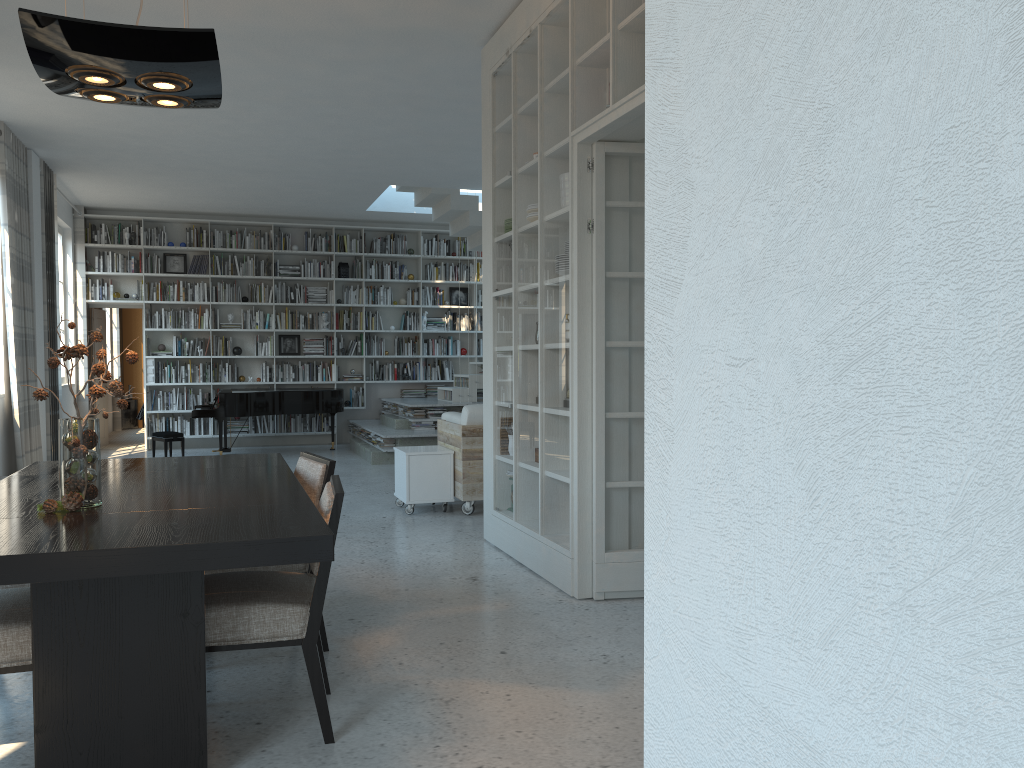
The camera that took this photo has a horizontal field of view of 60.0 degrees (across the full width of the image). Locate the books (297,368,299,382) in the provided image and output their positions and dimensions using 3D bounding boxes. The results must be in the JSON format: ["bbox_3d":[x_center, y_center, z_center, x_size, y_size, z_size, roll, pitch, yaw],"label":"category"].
[{"bbox_3d":[-3.061,-0.134,12.675,0.023,0.196,0.165,-1,2,-18],"label":"books"}]

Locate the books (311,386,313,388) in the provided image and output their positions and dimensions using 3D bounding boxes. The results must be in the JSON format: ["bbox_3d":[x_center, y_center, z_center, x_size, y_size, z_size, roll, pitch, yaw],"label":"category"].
[{"bbox_3d":[-2.862,0.185,12.692,0.013,0.303,0.181,-1,2,-18],"label":"books"}]

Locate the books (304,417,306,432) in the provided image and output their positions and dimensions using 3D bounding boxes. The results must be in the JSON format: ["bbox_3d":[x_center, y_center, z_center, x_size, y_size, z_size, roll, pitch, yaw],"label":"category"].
[{"bbox_3d":[-2.981,0.580,12.737,0.022,0.213,0.167,-1,2,-18],"label":"books"}]

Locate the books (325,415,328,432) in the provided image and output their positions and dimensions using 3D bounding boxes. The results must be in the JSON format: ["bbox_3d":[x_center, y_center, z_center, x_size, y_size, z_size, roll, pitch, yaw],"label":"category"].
[{"bbox_3d":[-2.689,0.569,12.838,0.028,0.228,0.162,-1,2,-18],"label":"books"}]

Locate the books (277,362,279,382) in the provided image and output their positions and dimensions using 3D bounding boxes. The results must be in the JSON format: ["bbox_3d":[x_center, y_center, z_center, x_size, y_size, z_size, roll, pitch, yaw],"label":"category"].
[{"bbox_3d":[-3.325,-0.170,12.599,0.011,0.275,0.145,-1,2,-18],"label":"books"}]

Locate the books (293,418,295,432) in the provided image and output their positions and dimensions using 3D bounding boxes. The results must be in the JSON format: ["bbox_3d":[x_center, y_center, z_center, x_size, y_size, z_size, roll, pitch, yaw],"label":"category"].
[{"bbox_3d":[-3.127,0.589,12.709,0.030,0.197,0.143,-1,2,-18],"label":"books"}]

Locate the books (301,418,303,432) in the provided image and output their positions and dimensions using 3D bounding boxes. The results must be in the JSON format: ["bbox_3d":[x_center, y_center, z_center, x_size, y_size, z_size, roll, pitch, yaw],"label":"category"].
[{"bbox_3d":[-3.018,0.585,12.734,0.024,0.203,0.144,-1,2,-18],"label":"books"}]

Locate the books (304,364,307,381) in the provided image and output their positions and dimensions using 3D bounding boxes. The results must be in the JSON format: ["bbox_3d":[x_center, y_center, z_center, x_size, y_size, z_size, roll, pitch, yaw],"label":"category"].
[{"bbox_3d":[-2.971,-0.164,12.735,0.025,0.254,0.136,-1,2,-18],"label":"books"}]

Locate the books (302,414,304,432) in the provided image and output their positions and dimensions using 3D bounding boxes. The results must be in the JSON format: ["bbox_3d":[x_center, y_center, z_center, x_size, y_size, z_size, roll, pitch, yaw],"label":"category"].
[{"bbox_3d":[-2.996,0.544,12.726,0.013,0.285,0.184,-1,2,-18],"label":"books"}]

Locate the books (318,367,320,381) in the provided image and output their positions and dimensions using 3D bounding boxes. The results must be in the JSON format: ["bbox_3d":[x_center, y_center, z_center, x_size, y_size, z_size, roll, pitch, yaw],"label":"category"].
[{"bbox_3d":[-2.787,-0.141,12.769,0.023,0.204,0.167,-1,2,-18],"label":"books"}]

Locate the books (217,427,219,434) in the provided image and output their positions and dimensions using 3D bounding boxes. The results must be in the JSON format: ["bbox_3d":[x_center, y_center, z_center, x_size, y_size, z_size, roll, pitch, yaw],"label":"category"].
[{"bbox_3d":[-4.093,0.608,12.377,0.053,0.184,0.148,-1,2,-18],"label":"books"}]

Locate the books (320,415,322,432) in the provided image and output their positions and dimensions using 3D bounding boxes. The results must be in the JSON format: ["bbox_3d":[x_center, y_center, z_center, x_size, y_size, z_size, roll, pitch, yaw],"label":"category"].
[{"bbox_3d":[-2.771,0.564,12.814,0.028,0.239,0.140,-1,2,-18],"label":"books"}]

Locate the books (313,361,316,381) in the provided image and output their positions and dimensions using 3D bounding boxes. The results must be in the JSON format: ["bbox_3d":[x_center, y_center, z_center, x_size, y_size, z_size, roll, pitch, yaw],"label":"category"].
[{"bbox_3d":[-2.842,-0.186,12.753,0.012,0.297,0.177,-1,2,-18],"label":"books"}]

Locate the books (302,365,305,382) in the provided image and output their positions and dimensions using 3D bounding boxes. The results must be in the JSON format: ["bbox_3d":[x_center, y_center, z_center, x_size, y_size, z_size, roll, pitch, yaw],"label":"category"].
[{"bbox_3d":[-2.992,-0.155,12.712,0.031,0.237,0.159,-1,2,-18],"label":"books"}]

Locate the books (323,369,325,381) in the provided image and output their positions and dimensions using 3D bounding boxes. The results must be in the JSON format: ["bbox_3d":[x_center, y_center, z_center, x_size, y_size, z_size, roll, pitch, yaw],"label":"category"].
[{"bbox_3d":[-2.715,-0.131,12.787,0.023,0.183,0.169,-1,2,-18],"label":"books"}]

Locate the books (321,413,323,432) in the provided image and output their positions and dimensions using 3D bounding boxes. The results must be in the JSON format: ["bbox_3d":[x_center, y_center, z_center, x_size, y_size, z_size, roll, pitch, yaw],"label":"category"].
[{"bbox_3d":[-2.748,0.555,12.806,0.011,0.258,0.171,-1,2,-18],"label":"books"}]

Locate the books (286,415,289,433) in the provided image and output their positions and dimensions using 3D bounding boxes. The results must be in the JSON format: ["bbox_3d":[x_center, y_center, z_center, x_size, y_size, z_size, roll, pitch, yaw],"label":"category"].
[{"bbox_3d":[-3.211,0.565,12.674,0.022,0.247,0.143,-1,2,-18],"label":"books"}]

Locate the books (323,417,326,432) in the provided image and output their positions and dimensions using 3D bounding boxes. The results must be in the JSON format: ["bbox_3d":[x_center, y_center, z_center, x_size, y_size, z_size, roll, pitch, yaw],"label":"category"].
[{"bbox_3d":[-2.709,0.581,12.819,0.022,0.205,0.191,-1,2,-18],"label":"books"}]

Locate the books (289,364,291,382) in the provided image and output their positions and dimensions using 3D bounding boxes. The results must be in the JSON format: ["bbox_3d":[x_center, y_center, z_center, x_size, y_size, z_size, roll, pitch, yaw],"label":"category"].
[{"bbox_3d":[-3.178,-0.157,12.659,0.021,0.244,0.141,-1,2,-18],"label":"books"}]

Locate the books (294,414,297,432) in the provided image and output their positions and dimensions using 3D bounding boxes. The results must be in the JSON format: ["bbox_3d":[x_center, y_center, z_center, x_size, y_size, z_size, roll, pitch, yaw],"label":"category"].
[{"bbox_3d":[-3.097,0.541,12.705,0.026,0.294,0.155,-1,2,-18],"label":"books"}]

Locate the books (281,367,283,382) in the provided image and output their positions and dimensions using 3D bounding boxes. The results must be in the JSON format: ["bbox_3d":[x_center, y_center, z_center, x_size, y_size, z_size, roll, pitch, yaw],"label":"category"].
[{"bbox_3d":[-3.283,-0.137,12.616,0.024,0.208,0.170,-1,2,-18],"label":"books"}]

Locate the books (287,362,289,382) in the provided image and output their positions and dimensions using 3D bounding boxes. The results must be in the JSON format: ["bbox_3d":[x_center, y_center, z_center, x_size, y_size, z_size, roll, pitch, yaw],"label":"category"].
[{"bbox_3d":[-3.189,-0.175,12.635,0.013,0.282,0.166,-1,2,-18],"label":"books"}]

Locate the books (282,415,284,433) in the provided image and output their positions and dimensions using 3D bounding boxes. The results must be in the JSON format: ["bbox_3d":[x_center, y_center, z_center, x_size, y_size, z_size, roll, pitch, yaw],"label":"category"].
[{"bbox_3d":[-3.276,0.558,12.651,0.025,0.264,0.144,-1,2,-18],"label":"books"}]

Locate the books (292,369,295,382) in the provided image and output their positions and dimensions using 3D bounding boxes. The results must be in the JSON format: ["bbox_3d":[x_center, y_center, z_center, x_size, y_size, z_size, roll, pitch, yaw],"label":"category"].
[{"bbox_3d":[-3.124,-0.126,12.649,0.029,0.184,0.174,-1,2,-18],"label":"books"}]

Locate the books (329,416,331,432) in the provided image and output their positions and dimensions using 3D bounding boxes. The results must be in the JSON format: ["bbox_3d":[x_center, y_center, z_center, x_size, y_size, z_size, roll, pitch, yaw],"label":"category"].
[{"bbox_3d":[-2.645,0.574,12.837,0.029,0.218,0.190,-1,2,-18],"label":"books"}]

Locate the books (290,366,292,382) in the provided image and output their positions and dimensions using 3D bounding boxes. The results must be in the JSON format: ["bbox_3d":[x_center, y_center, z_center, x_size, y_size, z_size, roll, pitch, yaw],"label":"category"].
[{"bbox_3d":[-3.150,-0.143,12.645,0.023,0.217,0.174,-1,2,-18],"label":"books"}]

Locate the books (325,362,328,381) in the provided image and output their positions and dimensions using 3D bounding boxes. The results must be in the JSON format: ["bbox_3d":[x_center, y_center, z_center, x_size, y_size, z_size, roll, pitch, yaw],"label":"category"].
[{"bbox_3d":[-2.685,-0.176,12.808,0.026,0.272,0.175,-1,2,-18],"label":"books"}]

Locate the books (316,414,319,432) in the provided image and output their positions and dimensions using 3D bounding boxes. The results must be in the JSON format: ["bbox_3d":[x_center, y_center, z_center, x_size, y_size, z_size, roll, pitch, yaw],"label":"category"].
[{"bbox_3d":[-2.809,0.559,12.772,0.044,0.251,0.186,-1,2,-18],"label":"books"}]

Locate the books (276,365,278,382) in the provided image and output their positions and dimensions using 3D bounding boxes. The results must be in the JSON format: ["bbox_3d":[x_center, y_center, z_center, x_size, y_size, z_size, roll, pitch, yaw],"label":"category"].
[{"bbox_3d":[-3.346,-0.154,12.600,0.029,0.244,0.154,-1,2,-18],"label":"books"}]

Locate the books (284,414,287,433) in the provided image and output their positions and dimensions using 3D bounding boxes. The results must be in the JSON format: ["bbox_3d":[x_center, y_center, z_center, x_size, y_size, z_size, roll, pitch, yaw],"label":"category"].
[{"bbox_3d":[-3.234,0.534,12.654,0.034,0.311,0.170,-1,2,-18],"label":"books"}]

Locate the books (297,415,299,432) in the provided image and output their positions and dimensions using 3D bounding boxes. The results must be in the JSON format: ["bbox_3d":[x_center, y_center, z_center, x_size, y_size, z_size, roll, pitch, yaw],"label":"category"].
[{"bbox_3d":[-3.072,0.570,12.718,0.030,0.235,0.138,-1,2,-18],"label":"books"}]

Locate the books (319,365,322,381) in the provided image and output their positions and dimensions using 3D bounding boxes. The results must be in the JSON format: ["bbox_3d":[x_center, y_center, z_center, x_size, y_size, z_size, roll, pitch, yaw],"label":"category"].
[{"bbox_3d":[-2.765,-0.156,12.775,0.023,0.234,0.174,-1,2,-18],"label":"books"}]

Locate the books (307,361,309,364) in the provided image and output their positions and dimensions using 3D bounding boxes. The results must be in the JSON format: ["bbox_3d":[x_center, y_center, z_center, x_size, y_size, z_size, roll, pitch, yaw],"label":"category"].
[{"bbox_3d":[-2.927,-0.181,12.746,0.014,0.286,0.134,-1,2,-18],"label":"books"}]

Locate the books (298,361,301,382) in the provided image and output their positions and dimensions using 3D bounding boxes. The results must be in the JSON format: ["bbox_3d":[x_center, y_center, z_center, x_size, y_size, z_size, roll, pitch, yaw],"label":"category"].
[{"bbox_3d":[-3.042,-0.182,12.693,0.026,0.292,0.152,-1,2,-18],"label":"books"}]

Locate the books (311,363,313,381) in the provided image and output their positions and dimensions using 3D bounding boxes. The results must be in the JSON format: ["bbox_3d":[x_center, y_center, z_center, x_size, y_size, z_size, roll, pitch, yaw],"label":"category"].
[{"bbox_3d":[-2.879,-0.170,12.736,0.028,0.264,0.161,-1,2,-18],"label":"books"}]

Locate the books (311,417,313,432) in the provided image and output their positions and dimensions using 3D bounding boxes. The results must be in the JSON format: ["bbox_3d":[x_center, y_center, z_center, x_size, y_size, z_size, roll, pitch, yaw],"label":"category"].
[{"bbox_3d":[-2.874,0.583,12.756,0.010,0.206,0.179,-1,2,-18],"label":"books"}]

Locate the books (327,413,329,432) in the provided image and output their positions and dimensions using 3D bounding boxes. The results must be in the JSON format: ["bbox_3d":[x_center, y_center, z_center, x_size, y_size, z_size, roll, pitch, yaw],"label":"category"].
[{"bbox_3d":[-2.667,0.555,12.835,0.013,0.256,0.176,-1,2,-18],"label":"books"}]

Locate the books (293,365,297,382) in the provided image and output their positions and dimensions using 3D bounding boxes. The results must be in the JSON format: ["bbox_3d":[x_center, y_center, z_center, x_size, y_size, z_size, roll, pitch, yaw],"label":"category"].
[{"bbox_3d":[-3.099,-0.154,12.664,0.029,0.238,0.165,-1,2,-18],"label":"books"}]

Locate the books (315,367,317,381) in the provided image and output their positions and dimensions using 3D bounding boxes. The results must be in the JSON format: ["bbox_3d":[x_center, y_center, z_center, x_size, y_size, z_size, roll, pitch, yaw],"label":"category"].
[{"bbox_3d":[-2.823,-0.142,12.758,0.024,0.207,0.183,-1,2,-18],"label":"books"}]

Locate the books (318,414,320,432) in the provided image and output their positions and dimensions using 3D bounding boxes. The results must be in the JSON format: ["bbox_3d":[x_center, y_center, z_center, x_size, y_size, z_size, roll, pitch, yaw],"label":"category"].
[{"bbox_3d":[-2.783,0.526,12.784,0.013,0.317,0.186,-1,2,-18],"label":"books"}]

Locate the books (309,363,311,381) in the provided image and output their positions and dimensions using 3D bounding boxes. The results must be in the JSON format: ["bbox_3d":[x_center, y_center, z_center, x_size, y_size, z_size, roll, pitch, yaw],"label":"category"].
[{"bbox_3d":[-2.899,-0.168,12.737,0.010,0.261,0.181,-1,2,-18],"label":"books"}]

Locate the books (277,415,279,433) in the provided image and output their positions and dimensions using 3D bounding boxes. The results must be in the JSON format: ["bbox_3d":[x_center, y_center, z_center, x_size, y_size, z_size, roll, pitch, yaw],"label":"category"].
[{"bbox_3d":[-3.329,0.563,12.613,0.026,0.256,0.183,-1,2,-18],"label":"books"}]

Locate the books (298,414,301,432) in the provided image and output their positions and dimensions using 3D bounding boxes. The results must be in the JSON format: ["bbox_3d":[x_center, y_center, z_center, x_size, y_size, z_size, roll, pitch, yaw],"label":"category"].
[{"bbox_3d":[-3.044,0.556,12.726,0.028,0.261,0.132,-1,2,-18],"label":"books"}]

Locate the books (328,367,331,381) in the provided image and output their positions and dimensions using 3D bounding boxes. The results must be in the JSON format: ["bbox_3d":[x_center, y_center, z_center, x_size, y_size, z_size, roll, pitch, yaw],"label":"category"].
[{"bbox_3d":[-2.649,-0.146,12.809,0.042,0.212,0.169,-1,2,-18],"label":"books"}]

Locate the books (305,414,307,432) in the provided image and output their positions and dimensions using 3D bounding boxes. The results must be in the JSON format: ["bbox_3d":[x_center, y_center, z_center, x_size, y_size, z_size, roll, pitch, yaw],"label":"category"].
[{"bbox_3d":[-2.961,0.519,12.731,0.014,0.336,0.182,-1,2,-18],"label":"books"}]

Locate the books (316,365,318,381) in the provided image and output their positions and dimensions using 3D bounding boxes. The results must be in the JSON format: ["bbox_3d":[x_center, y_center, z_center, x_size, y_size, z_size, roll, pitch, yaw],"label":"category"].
[{"bbox_3d":[-2.809,-0.156,12.773,0.014,0.235,0.154,-1,2,-18],"label":"books"}]

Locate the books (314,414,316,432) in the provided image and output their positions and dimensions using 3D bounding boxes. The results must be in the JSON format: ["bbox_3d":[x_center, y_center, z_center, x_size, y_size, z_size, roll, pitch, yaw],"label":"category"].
[{"bbox_3d":[-2.838,0.539,12.773,0.011,0.293,0.184,-1,2,-18],"label":"books"}]

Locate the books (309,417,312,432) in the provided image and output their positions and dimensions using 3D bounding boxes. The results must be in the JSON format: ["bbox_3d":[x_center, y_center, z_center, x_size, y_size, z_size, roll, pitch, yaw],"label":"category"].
[{"bbox_3d":[-2.908,0.579,12.778,0.040,0.212,0.129,-1,2,-18],"label":"books"}]

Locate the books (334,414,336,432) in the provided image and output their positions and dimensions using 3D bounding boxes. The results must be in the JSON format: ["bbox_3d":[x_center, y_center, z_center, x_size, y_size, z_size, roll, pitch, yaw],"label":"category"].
[{"bbox_3d":[-2.575,0.549,12.800,0.038,0.269,0.277,-1,2,-18],"label":"books"}]

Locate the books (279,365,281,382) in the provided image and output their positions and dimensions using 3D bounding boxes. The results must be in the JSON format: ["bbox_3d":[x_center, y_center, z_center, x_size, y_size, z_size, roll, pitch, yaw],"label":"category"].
[{"bbox_3d":[-3.304,-0.149,12.596,0.027,0.234,0.167,-1,2,-18],"label":"books"}]

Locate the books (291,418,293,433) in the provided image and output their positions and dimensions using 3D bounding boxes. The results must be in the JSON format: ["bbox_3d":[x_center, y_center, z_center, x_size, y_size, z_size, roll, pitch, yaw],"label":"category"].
[{"bbox_3d":[-3.145,0.585,12.672,0.028,0.206,0.174,-1,2,-18],"label":"books"}]

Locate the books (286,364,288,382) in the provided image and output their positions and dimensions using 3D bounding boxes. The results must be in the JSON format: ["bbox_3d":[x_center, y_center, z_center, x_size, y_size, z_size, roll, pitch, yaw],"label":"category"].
[{"bbox_3d":[-3.209,-0.157,12.633,0.027,0.246,0.179,-1,2,-18],"label":"books"}]

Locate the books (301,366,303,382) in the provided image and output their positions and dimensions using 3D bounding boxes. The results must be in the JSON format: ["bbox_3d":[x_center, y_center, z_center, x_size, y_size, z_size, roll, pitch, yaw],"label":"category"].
[{"bbox_3d":[-3.020,-0.147,12.711,0.025,0.220,0.140,-1,2,-18],"label":"books"}]

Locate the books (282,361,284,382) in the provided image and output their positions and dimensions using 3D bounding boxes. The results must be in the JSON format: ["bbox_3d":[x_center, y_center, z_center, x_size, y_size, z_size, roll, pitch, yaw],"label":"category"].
[{"bbox_3d":[-3.264,-0.179,12.638,0.027,0.291,0.140,-1,2,-18],"label":"books"}]

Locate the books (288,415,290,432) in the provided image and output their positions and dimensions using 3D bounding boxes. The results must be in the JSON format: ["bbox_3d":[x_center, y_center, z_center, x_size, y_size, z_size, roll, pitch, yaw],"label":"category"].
[{"bbox_3d":[-3.193,0.569,12.676,0.012,0.239,0.128,-1,2,-18],"label":"books"}]

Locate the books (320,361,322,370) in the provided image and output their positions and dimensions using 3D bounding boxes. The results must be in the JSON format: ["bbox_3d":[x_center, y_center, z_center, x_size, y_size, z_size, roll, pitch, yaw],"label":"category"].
[{"bbox_3d":[-2.751,-0.186,12.791,0.014,0.294,0.137,-1,2,-18],"label":"books"}]

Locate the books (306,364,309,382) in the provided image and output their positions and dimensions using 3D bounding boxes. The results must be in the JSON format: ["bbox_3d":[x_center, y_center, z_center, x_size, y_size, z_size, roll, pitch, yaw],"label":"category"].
[{"bbox_3d":[-2.938,-0.160,12.718,0.026,0.245,0.191,-1,2,-18],"label":"books"}]

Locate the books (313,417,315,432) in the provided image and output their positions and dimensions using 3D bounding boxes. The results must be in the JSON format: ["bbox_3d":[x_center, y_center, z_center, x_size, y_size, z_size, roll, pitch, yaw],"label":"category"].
[{"bbox_3d":[-2.857,0.580,12.767,0.029,0.210,0.170,-1,2,-18],"label":"books"}]

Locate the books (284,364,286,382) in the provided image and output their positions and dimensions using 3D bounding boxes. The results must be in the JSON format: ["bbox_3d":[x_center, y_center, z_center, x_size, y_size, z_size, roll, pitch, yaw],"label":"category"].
[{"bbox_3d":[-3.238,-0.158,12.641,0.024,0.248,0.132,-1,2,-18],"label":"books"}]
